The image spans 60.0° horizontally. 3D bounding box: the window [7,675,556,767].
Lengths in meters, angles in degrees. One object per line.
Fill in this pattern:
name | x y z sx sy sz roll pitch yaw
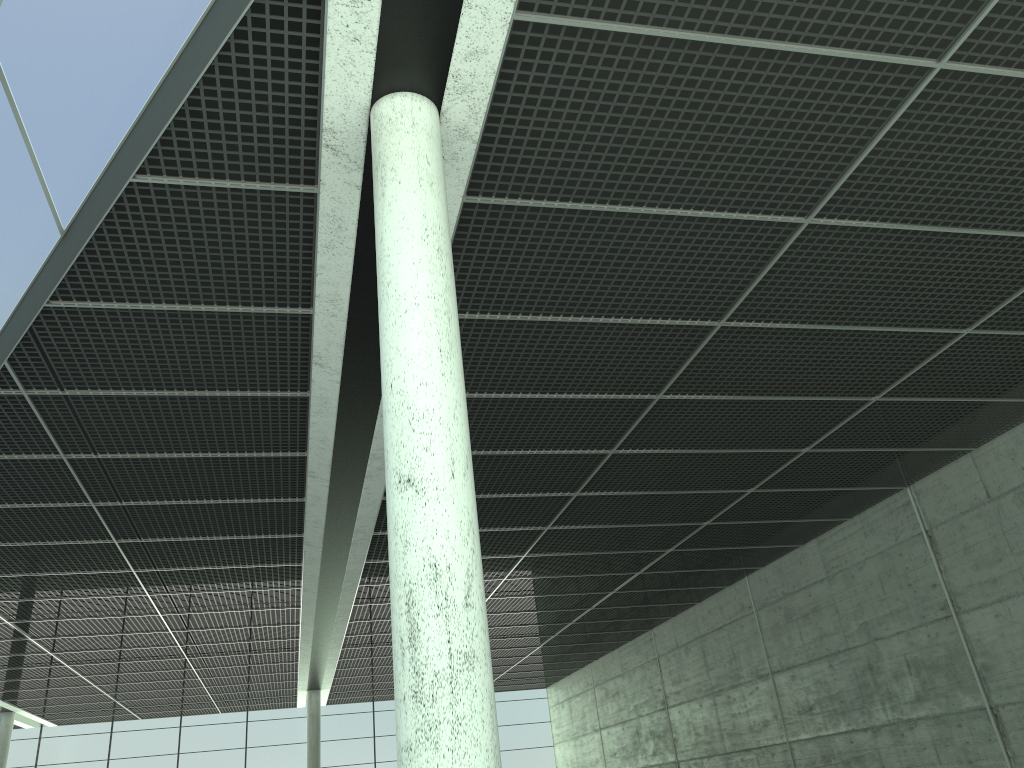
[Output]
window | -33.581 18.178 38.911 100.424 16.071 99.986 1 -29 -14
